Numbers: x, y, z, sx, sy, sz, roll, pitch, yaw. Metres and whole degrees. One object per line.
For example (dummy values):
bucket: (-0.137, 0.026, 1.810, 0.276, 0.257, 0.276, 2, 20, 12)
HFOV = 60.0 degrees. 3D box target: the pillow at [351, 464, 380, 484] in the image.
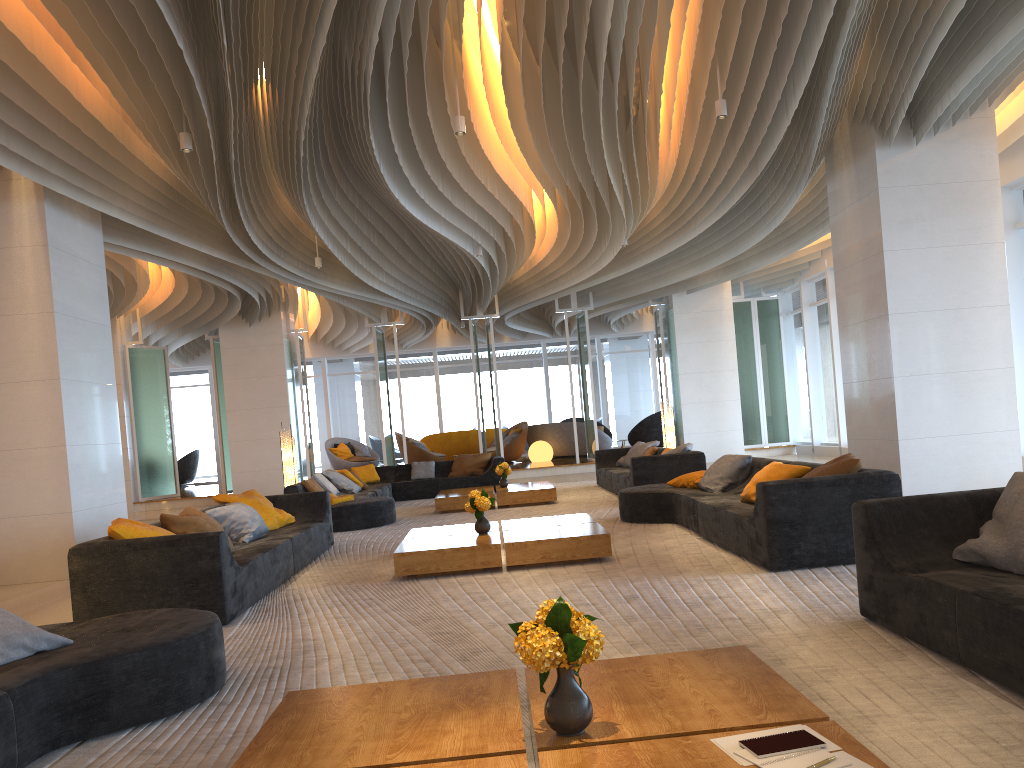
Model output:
pillow: (-2.493, 1.531, 15.070, 0.414, 0.316, 0.337, -4, -1, -31)

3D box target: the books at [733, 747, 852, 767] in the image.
books: (0.663, 0.886, 2.105, 0.183, 0.011, 0.210, -4, -3, -21)

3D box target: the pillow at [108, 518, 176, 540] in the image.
pillow: (-2.360, 1.064, 5.869, 0.553, 0.377, 0.632, -4, -2, -25)

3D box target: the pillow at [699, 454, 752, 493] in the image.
pillow: (2.029, 0.884, 8.486, 0.462, 0.416, 0.664, -5, -2, -2)

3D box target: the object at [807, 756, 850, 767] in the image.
object: (0.681, 0.879, 2.056, 0.183, 0.014, 0.104, -4, -3, -22)

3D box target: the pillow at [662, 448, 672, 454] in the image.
pillow: (1.998, 1.018, 11.820, 0.322, 0.312, 0.408, -5, -2, 0)

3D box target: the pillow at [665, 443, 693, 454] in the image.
pillow: (2.027, 0.962, 11.308, 0.542, 0.377, 0.645, -5, -2, 19)

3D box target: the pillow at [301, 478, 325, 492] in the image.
pillow: (-2.500, 1.362, 11.370, 0.329, 0.311, 0.424, -5, -2, -1)

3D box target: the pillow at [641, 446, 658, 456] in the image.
pillow: (1.963, 1.081, 13.044, 0.323, 0.312, 0.407, -5, -2, -5)

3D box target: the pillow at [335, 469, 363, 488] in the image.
pillow: (-2.501, 1.454, 13.513, 0.329, 0.335, 0.416, -4, -2, -37)

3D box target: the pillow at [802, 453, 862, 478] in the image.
pillow: (2.172, 0.701, 6.223, 0.542, 0.377, 0.645, -5, -2, 19)

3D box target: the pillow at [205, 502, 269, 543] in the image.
pillow: (-2.330, 1.203, 7.555, 0.420, 0.377, 0.586, -5, -2, 0)

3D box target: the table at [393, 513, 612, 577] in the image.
table: (-0.083, 1.320, 7.313, 1.603, 0.220, 1.599, -5, -3, -3)

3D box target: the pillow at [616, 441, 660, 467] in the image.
pillow: (1.953, 1.095, 13.886, 0.553, 0.377, 0.632, -4, -2, -25)

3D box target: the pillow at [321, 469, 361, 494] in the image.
pillow: (-2.535, 1.447, 13.174, 0.548, 0.377, 0.650, -5, -2, -7)

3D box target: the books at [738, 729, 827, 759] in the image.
books: (0.664, 0.886, 2.186, 0.182, 0.011, 0.111, -4, -3, -12)

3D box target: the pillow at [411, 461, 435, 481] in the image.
pillow: (-1.519, 1.476, 15.138, 0.408, 0.312, 0.322, -5, -1, -1)

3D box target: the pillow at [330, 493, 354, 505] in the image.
pillow: (-2.247, 1.430, 11.074, 0.405, 0.136, 0.422, -6, -3, 31)

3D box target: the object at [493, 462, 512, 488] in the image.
object: (-0.120, 1.284, 12.615, 0.233, 0.377, 0.269, -5, -1, 29)

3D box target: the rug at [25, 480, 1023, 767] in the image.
rug: (-0.081, 1.449, 7.638, 5.520, 0.022, 16.206, -5, -3, -2)

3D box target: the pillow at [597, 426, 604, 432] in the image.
pillow: (2.262, 1.260, 23.828, 0.505, 0.409, 0.462, -5, -1, -5)

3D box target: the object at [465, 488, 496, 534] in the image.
object: (-0.259, 1.030, 7.201, 0.234, 0.377, 0.268, -5, -1, 19)

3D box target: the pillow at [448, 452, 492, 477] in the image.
pillow: (-0.718, 1.384, 15.204, 0.633, 0.378, 0.552, -5, -2, 19)

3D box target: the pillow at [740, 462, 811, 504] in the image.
pillow: (2.073, 0.829, 7.069, 0.451, 0.394, 0.636, -5, -2, -3)

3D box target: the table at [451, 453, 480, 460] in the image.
table: (-1.012, 1.841, 21.150, 0.826, 0.318, 1.070, -4, -3, -21)

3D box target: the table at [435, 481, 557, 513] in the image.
table: (-0.230, 1.585, 12.462, 1.603, 0.220, 1.599, -5, -3, -3)

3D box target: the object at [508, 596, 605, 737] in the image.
object: (0.130, 0.763, 2.422, 0.266, 0.377, 0.236, -5, 0, -1)

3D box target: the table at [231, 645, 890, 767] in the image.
table: (0.061, 1.063, 2.307, 1.603, 0.220, 1.599, -5, -3, -3)

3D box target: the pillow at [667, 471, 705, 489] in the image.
pillow: (1.912, 0.975, 9.000, 0.595, 0.193, 0.442, -3, -3, -38)

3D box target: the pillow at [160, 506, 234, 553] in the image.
pillow: (-2.304, 1.111, 6.516, 0.444, 0.410, 0.601, -5, -2, -1)

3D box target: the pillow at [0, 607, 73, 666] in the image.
pillow: (-2.129, 1.007, 3.611, 0.465, 0.247, 0.434, -6, -2, 33)

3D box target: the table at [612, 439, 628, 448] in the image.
table: (2.550, 1.620, 22.729, 1.094, 0.318, 0.808, -3, -3, -31)

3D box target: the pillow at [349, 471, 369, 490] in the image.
pillow: (-2.433, 1.483, 13.674, 0.335, 0.319, 0.406, -4, -2, -34)

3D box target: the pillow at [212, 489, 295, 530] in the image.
pillow: (-2.433, 1.196, 8.447, 0.542, 0.377, 0.645, -5, -2, 19)

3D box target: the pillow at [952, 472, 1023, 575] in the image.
pillow: (2.244, 0.573, 3.727, 0.553, 0.377, 0.632, -4, -2, -25)

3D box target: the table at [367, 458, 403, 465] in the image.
table: (-3.122, 2.091, 22.625, 1.078, 0.318, 0.820, -5, -2, 4)
